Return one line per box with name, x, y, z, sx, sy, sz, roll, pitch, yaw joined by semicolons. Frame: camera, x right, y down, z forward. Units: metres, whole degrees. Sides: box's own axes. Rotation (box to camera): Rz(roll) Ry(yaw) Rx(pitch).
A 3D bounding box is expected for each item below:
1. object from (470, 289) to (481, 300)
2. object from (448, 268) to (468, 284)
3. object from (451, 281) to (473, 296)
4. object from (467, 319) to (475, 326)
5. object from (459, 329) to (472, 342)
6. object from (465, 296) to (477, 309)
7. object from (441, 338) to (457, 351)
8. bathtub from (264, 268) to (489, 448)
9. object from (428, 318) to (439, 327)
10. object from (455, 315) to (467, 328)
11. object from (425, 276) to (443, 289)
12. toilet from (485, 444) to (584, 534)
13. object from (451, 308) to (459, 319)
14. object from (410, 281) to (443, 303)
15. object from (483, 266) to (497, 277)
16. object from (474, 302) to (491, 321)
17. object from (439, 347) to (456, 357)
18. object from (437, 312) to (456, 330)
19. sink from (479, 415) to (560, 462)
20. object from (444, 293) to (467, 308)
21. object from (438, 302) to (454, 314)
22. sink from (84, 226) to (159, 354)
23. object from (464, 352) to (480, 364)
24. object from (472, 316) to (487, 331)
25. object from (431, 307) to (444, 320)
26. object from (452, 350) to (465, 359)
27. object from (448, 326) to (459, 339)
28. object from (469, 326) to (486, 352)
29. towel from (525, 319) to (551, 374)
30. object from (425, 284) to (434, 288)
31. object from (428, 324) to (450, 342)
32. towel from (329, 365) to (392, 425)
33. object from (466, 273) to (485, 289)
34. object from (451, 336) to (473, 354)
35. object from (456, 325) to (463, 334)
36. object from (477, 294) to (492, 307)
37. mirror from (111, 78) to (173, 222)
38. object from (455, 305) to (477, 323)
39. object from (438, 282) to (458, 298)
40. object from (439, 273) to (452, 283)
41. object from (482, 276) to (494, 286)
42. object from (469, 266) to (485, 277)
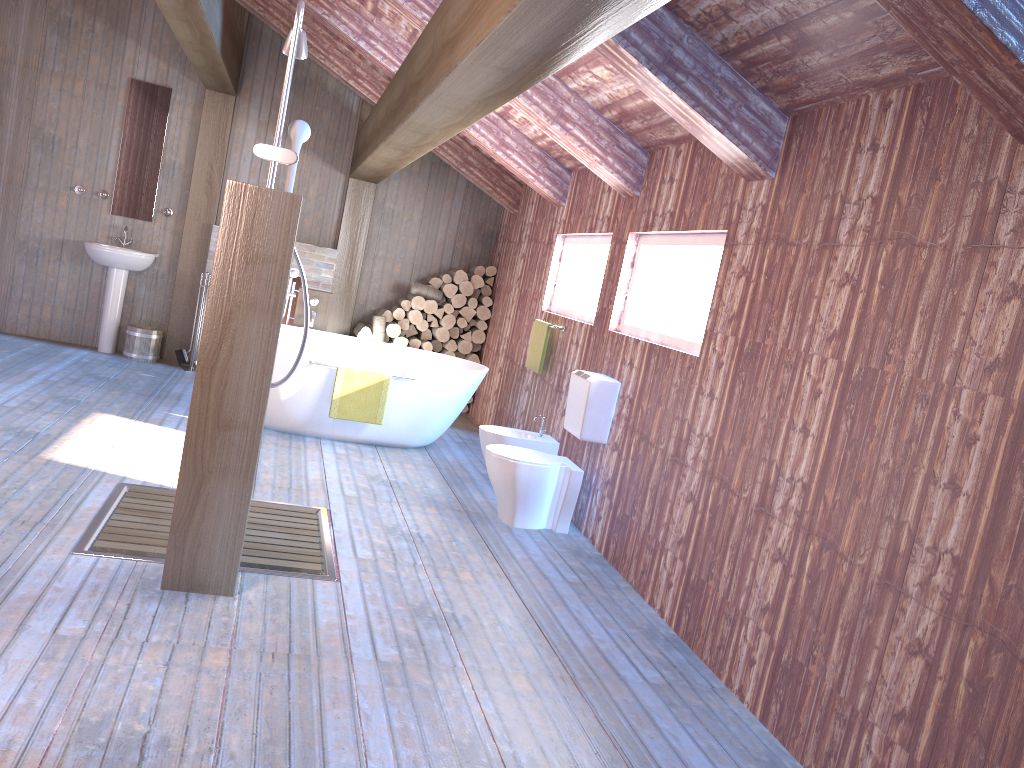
object;-0.401;-0.889;8.654;0.132;0.119;0.319;10;7;-14
object;-0.521;-1.033;8.515;0.135;0.139;0.456;10;7;-14
object;-0.485;-0.932;8.522;0.141;0.143;0.437;10;7;-17
object;-0.400;-0.608;8.642;0.088;0.092;0.280;10;7;-14
object;-0.473;-0.495;8.596;0.115;0.112;0.423;10;7;-15
object;-0.414;-0.795;8.559;0.089;0.106;0.437;10;7;-14
object;-0.613;-0.388;8.553;0.114;0.113;0.301;9;7;-17
bathtub;-1.173;-0.181;6.499;1.935;1.109;1.460;12;6;7
object;-0.754;-0.600;8.512;0.085;0.096;0.280;10;7;-14
object;-0.518;-0.614;8.563;0.102;0.109;0.438;10;7;-15
object;-0.756;-0.971;8.548;0.140;0.121;0.319;10;7;-14
toilet;0.072;0.597;5.061;0.534;0.400;0.375;10;7;-14
object;-0.574;-0.681;8.517;0.095;0.090;0.278;10;7;-14
object;-0.802;-0.865;8.346;0.302;0.157;0.121;10;7;-14
object;-0.232;-1.092;8.595;0.112;0.113;0.271;10;7;-15
object;-0.316;-0.709;8.603;0.147;0.152;0.439;10;7;-15
object;-0.631;-0.282;8.561;0.116;0.117;0.289;9;7;-17
object;-0.645;-0.614;8.534;0.136;0.157;0.439;10;7;-14
sink;0.013;0.435;5.838;0.515;0.517;0.335;10;7;-14
object;-0.550;-0.806;8.526;0.143;0.151;0.440;10;7;-15
object;-0.640;-0.742;8.510;0.102;0.109;0.438;10;7;-15
sink;-3.508;-0.828;7.827;0.582;1.143;0.475;10;7;-16
object;-0.426;-0.255;8.669;0.139;0.137;0.455;10;7;-17
object;-0.330;-0.592;8.615;0.102;0.109;0.438;10;7;-15
object;-0.739;-0.688;8.494;0.109;0.124;0.424;10;7;-16
object;-0.554;-0.285;8.714;0.118;0.106;0.319;9;7;-17
object;-0.590;-0.514;8.549;0.111;0.118;0.302;10;7;-16
object;-0.376;-0.433;8.640;0.137;0.256;0.439;10;7;-15
towel;0.187;-0.272;6.347;0.032;0.361;0.370;10;7;-15
object;-0.823;-0.896;8.542;0.113;0.130;0.291;10;7;-14
object;-0.710;-0.500;8.535;0.141;0.143;0.437;10;7;-17
towel;-1.022;0.077;5.982;0.370;0.361;0.032;9;7;-19
object;-0.373;-0.992;8.560;0.133;0.142;0.456;10;7;-14
object;-0.499;-0.382;8.616;0.137;0.133;0.437;10;7;-17
object;-0.519;-0.529;8.565;0.065;0.069;0.177;10;7;-16
object;-0.280;-0.817;8.590;0.102;0.109;0.438;10;7;-15
mirror;-3.297;-2.071;7.892;0.350;1.199;0.009;10;7;-15
object;-0.475;-0.691;8.593;0.172;0.151;0.482;10;7;-14
object;-0.630;-0.912;8.507;0.139;0.148;0.458;10;7;-15
object;-0.635;-1.008;8.460;0.094;0.097;0.227;10;7;-14
object;-0.249;-1.011;8.620;0.081;0.100;0.281;10;7;-15
object;-0.338;-1.087;8.569;0.104;0.121;0.270;10;7;-14
